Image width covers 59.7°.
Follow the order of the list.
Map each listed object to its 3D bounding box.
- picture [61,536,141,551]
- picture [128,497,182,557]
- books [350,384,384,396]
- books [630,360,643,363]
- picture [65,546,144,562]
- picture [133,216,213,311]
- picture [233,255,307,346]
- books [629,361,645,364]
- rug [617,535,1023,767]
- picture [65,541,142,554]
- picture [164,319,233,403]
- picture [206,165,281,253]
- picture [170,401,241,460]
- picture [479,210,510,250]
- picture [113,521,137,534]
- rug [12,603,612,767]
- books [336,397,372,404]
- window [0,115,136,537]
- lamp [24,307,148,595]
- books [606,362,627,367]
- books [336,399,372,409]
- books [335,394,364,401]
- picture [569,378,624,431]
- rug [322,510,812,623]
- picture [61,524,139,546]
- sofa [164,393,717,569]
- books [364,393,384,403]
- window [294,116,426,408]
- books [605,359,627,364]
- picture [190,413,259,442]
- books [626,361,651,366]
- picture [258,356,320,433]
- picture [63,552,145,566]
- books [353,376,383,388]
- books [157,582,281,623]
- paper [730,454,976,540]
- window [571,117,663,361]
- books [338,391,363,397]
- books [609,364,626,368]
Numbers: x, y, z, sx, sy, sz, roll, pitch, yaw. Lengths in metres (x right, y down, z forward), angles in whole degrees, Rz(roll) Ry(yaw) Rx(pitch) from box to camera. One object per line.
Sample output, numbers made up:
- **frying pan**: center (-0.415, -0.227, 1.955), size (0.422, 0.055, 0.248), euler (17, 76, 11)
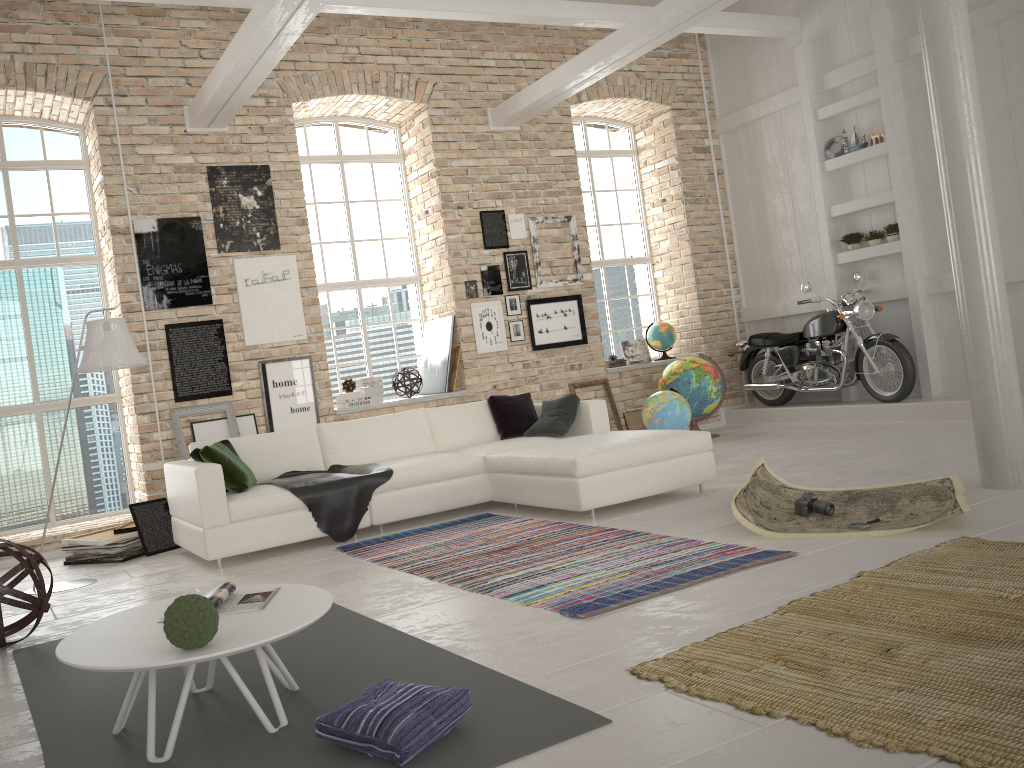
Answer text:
- **picture**: center (-3.022, 1.182, 6.983), size (0.614, 0.048, 0.749), euler (-7, 1, 18)
- **picture**: center (-2.703, 1.085, 6.778), size (0.205, 0.404, 0.308), euler (-8, 1, 39)
- **books**: center (-1.452, 0.069, 8.920), size (0.224, 0.088, 0.337), euler (-9, 2, -35)
- **books**: center (1.382, -0.253, 9.923), size (0.109, 0.013, 0.125), euler (-7, 2, 36)
- **picture**: center (-3.027, 1.260, 6.992), size (0.600, 0.048, 0.768), euler (-8, 1, 6)
- **picture**: center (-2.940, -1.052, 7.738), size (0.560, 0.785, 0.039), euler (-8, 0, -27)
- **picture**: center (-2.189, -0.763, 8.083), size (0.559, 0.784, 0.039), euler (-8, 0, -27)
- **books**: center (1.392, -0.241, 9.918), size (0.143, 0.014, 0.099), euler (-7, 2, 43)
- **rug**: center (1.648, 0.763, 2.834), size (2.068, 0.021, 1.632), euler (-9, 2, -35)
- **picture**: center (-2.992, 1.217, 6.991), size (0.624, 0.048, 0.736), euler (-7, 2, 30)
- **picture**: center (-2.740, -0.206, 7.796), size (0.484, 0.681, 0.068), euler (-8, 0, -27)
- **picture**: center (-2.421, -1.582, 8.047), size (0.558, 0.783, 0.039), euler (-8, 0, -27)
- **picture**: center (-2.598, 0.466, 7.645), size (0.515, 0.582, 0.299), euler (-8, 0, -28)
- **picture**: center (-0.179, -1.582, 9.137), size (0.280, 0.394, 0.019), euler (-8, 0, -27)
- **picture**: center (-2.934, 1.110, 7.030), size (0.290, 0.048, 0.386), euler (-8, 1, -2)
- **rug**: center (-1.064, 1.128, 3.418), size (1.358, 0.041, 2.871), euler (-9, 2, -32)
- **books**: center (-1.513, 0.155, 8.528), size (0.255, 0.024, 0.231), euler (-9, 2, -32)
- **window**: center (-1.210, -0.853, 2.752), size (1.352, 3.654, 12.077), euler (-8, 1, -31)
- **lamp**: center (-2.824, 0.420, 5.877), size (1.020, 1.775, 0.442), euler (-8, 0, 7)
- **books**: center (1.120, -0.215, 10.006), size (0.241, 0.029, 0.215), euler (-9, 2, -30)
- **books**: center (-1.510, 0.191, 8.527), size (0.261, 0.048, 0.232), euler (-9, 2, -32)
- **books**: center (-1.551, 0.130, 8.526), size (0.190, 0.040, 0.207), euler (-9, 2, -43)
- **picture**: center (0.917, 0.335, 9.434), size (0.479, 0.748, 0.234), euler (-8, 0, -27)
- **rug**: center (0.061, 0.939, 4.980), size (1.329, 0.008, 2.835), euler (-9, 2, -32)
- **picture**: center (-3.012, 1.144, 6.958), size (0.627, 0.048, 0.732), euler (-7, 2, 38)
- **sofa**: center (-0.586, 0.615, 6.311), size (3.105, 0.841, 2.291), euler (-9, 1, -28)
- **books**: center (-1.441, 0.151, 8.918), size (0.227, 0.088, 0.332), euler (-8, 1, -25)
- **window**: center (1.445, -1.588, 4.120), size (1.352, 2.987, 12.077), euler (-8, 1, -31)
- **books**: center (1.124, -0.242, 10.011), size (0.243, 0.026, 0.215), euler (-9, 2, -33)
- **picture**: center (-2.470, 0.575, 7.779), size (0.545, 0.568, 0.155), euler (-8, 0, -27)
- **books**: center (1.405, -0.226, 9.917), size (0.215, 0.022, 0.186), euler (-9, 2, -29)
- **picture**: center (-2.016, 0.141, 8.109), size (0.491, 0.756, 0.013), euler (-8, 0, -27)
- **picture**: center (-2.997, 1.294, 6.966), size (0.616, 0.048, 0.748), euler (-7, 1, 21)
- **books**: center (-1.468, -0.015, 8.910), size (0.244, 0.085, 0.284), euler (-7, 2, 41)
- **books**: center (-1.033, 0.761, 3.165), size (0.376, 0.048, 0.303), euler (-8, 1, 1)
- **paper**: center (1.866, 0.557, 4.877), size (1.120, 0.265, 1.387), euler (-7, 1, 25)
- **window**: center (4.119, -1.989, 5.474), size (1.352, 2.987, 12.077), euler (-8, 1, -31)
- **books**: center (-1.550, 0.094, 8.528), size (0.172, 0.030, 0.187), euler (-9, 2, -40)
- **books**: center (1.126, -0.190, 10.002), size (0.242, 0.025, 0.213), euler (-9, 2, -28)
